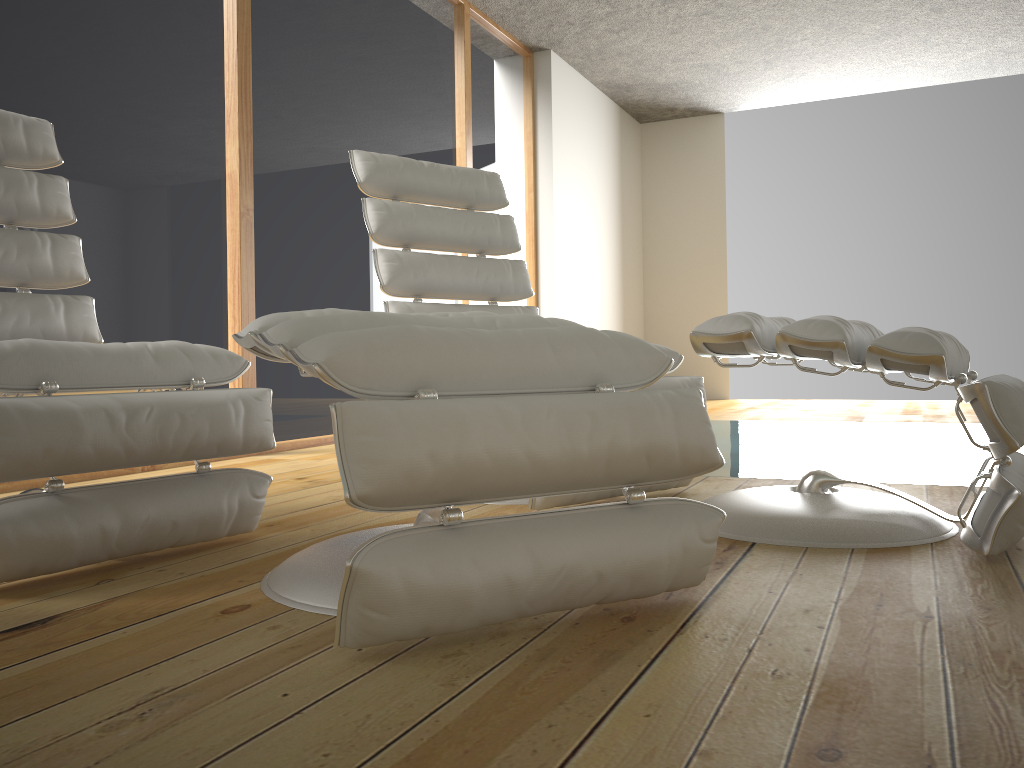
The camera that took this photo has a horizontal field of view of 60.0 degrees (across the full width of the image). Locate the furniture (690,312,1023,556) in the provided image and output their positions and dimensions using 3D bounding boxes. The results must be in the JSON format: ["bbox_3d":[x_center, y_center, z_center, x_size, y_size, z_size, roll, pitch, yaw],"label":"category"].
[{"bbox_3d":[0.686,0.068,1.829,0.686,0.439,0.570,0,1,31],"label":"furniture"}]

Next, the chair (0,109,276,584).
[{"bbox_3d":[-0.979,-0.168,1.770,0.914,0.969,0.569,-1,0,35],"label":"chair"}]

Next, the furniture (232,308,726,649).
[{"bbox_3d":[-0.100,0.091,1.407,0.569,0.439,0.686,-1,1,-30],"label":"furniture"}]

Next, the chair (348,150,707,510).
[{"bbox_3d":[0.014,-0.200,2.434,0.569,0.969,0.914,-1,0,-40],"label":"chair"}]
